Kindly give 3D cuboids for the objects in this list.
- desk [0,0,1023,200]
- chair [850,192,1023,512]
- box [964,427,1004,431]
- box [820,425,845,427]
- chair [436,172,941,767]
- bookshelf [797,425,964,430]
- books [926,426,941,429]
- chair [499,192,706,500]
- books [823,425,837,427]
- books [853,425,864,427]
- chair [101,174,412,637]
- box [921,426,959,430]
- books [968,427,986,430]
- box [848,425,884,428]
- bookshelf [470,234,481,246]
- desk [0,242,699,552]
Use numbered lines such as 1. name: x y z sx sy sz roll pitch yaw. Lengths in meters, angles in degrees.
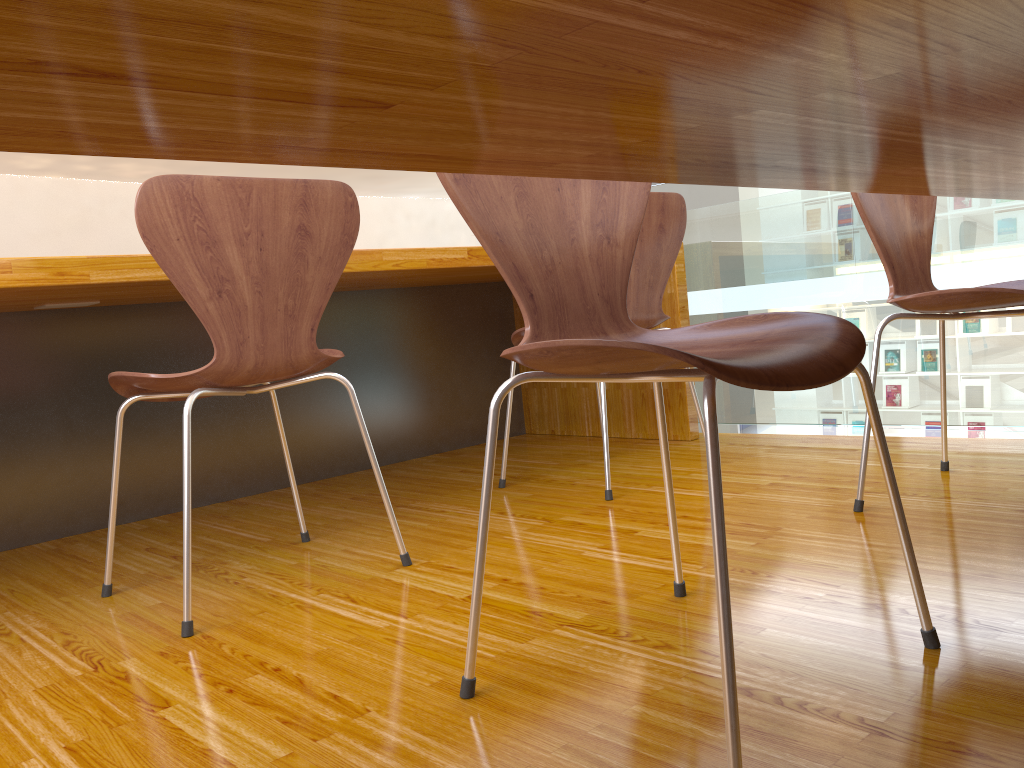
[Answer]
1. desk: 0.395 0.040 0.650 3.356 0.606 0.760 -10 6 -42
2. chair: 0.894 -0.129 1.660 0.428 0.693 0.381 -10 6 -42
3. box: 4.176 0.389 7.865 0.274 0.296 0.245 -10 6 -42
4. box: 3.245 0.403 8.875 0.274 0.296 0.245 -10 6 -42
5. chair: 0.186 -0.009 1.006 0.428 0.693 0.381 -10 6 -42
6. bookshelf: 4.081 0.073 7.982 0.397 1.836 3.666 -10 6 -42
7. books: 3.845 0.443 8.080 0.037 0.210 0.145 -10 6 -42
8. chair: 0.212 -0.106 2.237 0.428 0.693 0.381 -10 6 -42
9. books: 3.162 0.451 8.815 0.037 0.210 0.145 -10 6 -42
10. books: 3.371 0.460 8.590 0.037 0.210 0.145 -10 6 -42
11. chair: -0.496 0.014 1.582 0.428 0.693 0.381 -10 6 -42
12. box: 3.922 0.393 8.141 0.274 0.296 0.245 -10 6 -42
13. books: 4.094 0.440 7.810 0.037 0.210 0.145 -10 6 -42
14. box: 3.445 0.400 8.658 0.274 0.296 0.245 -10 6 -42
15. bookshelf: 0.472 -1.914 11.440 0.498 1.836 2.984 -10 6 -42
16. desk: -1.025 0.278 2.100 3.216 1.022 1.248 -10 6 -42
